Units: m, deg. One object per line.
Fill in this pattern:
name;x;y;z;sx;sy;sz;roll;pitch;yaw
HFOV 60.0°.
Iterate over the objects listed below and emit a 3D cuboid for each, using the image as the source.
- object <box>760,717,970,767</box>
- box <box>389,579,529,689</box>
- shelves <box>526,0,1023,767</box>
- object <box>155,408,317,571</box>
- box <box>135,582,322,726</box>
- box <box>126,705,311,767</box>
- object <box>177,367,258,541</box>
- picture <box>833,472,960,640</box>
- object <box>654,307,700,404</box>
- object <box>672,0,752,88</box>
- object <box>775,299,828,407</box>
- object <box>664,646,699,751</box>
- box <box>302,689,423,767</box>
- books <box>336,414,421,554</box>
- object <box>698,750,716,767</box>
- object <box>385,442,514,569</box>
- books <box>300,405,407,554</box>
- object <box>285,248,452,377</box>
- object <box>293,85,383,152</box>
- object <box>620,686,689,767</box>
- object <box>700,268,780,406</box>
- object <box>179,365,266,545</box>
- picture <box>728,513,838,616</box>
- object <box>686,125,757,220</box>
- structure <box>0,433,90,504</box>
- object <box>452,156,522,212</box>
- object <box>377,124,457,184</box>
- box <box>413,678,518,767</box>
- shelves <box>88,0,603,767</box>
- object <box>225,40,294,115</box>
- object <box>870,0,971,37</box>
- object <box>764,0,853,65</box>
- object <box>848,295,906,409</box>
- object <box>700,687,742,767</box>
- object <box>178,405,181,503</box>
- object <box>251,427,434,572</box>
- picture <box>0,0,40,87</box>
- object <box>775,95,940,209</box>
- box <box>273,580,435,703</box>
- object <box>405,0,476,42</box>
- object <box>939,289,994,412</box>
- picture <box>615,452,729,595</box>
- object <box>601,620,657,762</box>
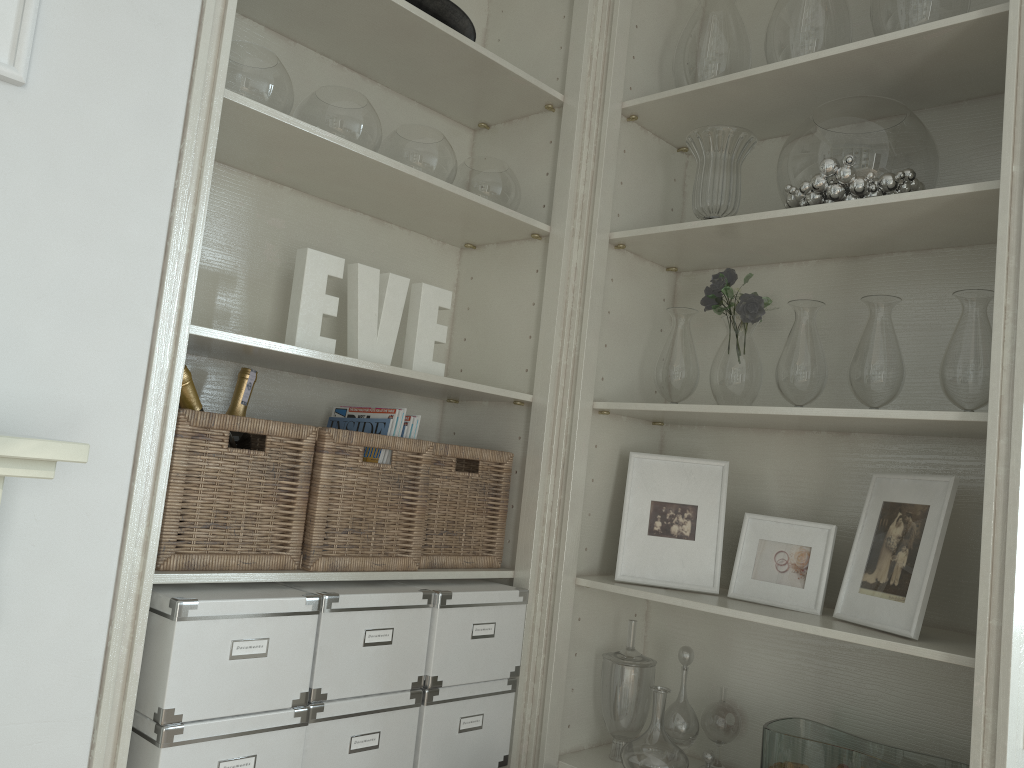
object;0.674;0.788;1.701;0.387;0.180;0.171;1;-8;43
box;-0.207;0.526;1.989;0.400;0.191;0.270;1;-8;43
shelves;0.610;0.015;1.898;0.972;2.523;0.399;1;-8;43
object;-0.574;0.192;1.659;0.275;0.270;0.276;1;-8;43
box;-0.579;0.446;1.593;0.400;0.191;0.270;1;-8;43
box;-0.596;0.636;1.578;0.400;0.191;0.270;1;-8;43
object;-0.579;0.141;1.746;0.094;0.361;0.127;1;-8;43
picture;0.749;0.322;1.712;0.124;0.300;0.202;8;-6;-21
object;0.403;-0.055;2.154;0.110;0.251;0.110;5;-6;15
object;0.502;-0.836;2.216;0.193;0.362;0.193;3;-6;27
object;0.634;-0.053;1.936;0.110;0.251;0.110;5;-6;15
object;0.396;0.750;2.069;0.088;0.271;0.088;11;-8;-41
box;-0.420;0.675;1.777;0.400;0.191;0.270;1;-8;43
books;-0.356;0.202;1.859;0.221;0.306;0.205;1;-8;43
object;0.417;0.825;1.887;0.056;0.090;0.056;8;-6;-15
object;-0.201;0.274;2.070;0.275;0.270;0.276;1;-8;43
books;-0.383;0.186;1.830;0.221;0.306;0.205;1;-8;43
object;-0.290;-0.136;1.877;0.039;0.207;0.393;1;-8;43
object;-0.361;-0.526;1.834;0.185;0.140;0.185;9;-6;-27
object;0.313;0.762;1.922;0.148;0.200;0.148;5;-6;11
object;0.521;-0.104;2.064;0.166;0.355;0.206;7;-6;-7
object;-0.539;0.145;1.610;0.095;0.332;0.284;4;-6;23
picture;0.598;0.388;1.930;0.206;0.192;0.124;1;-7;39
object;0.489;-0.464;2.117;0.168;0.256;0.168;6;-6;1
structure;-1.241;0.555;0.674;1.026;1.191;1.432;1;-8;43
object;-0.069;-0.463;2.144;0.185;0.140;0.185;9;-6;-27
object;-0.215;-0.494;1.989;0.185;0.140;0.185;9;-6;-27
box;-0.232;0.715;1.975;0.400;0.191;0.270;1;-8;43
shelves;-0.352;-0.091;1.870;0.399;2.523;0.992;1;-8;43
object;-0.507;-0.557;1.679;0.185;0.140;0.185;9;-6;-27
object;0.857;-0.835;1.860;0.193;0.362;0.193;3;-6;27
object;0.687;-0.833;2.052;0.193;0.362;0.193;3;-6;27
object;0.752;-0.051;1.825;0.110;0.251;0.110;5;-6;15
object;0.482;0.800;2.053;0.094;0.188;0.094;7;-6;-4
object;-0.655;0.111;1.664;0.095;0.377;0.095;7;-6;-10
object;-0.369;0.233;1.847;0.275;0.270;0.276;1;-8;43
picture;-0.815;-0.693;1.069;0.024;0.496;0.494;1;-8;43
object;0.736;-0.457;1.901;0.329;0.249;0.329;4;-6;18
box;-0.399;0.487;1.803;0.400;0.191;0.270;1;-8;43
object;-0.227;-1.000;1.993;0.457;0.485;0.399;7;-6;-6
object;0.882;-0.050;1.701;0.110;0.251;0.110;5;-6;15
picture;0.375;0.318;2.065;0.231;0.300;0.127;5;-6;14
object;0.268;0.713;2.073;0.129;0.315;0.129;11;-8;-41
